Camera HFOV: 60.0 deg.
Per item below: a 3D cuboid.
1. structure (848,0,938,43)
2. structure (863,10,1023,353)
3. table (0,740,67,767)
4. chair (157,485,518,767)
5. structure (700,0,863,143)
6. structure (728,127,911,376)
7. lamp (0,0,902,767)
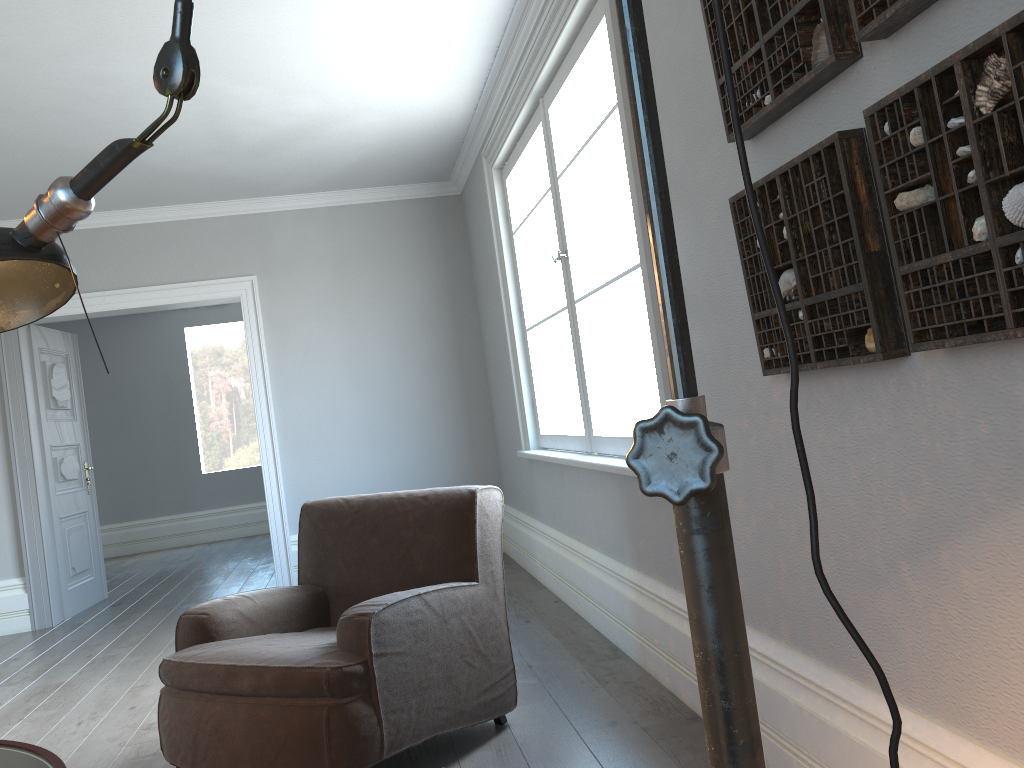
[{"bbox_3d":[0.604,-0.800,1.291,0.105,0.416,0.468,-7,-2,-10],"label":"structure"},{"bbox_3d":[0.689,-0.271,1.256,0.086,0.416,0.467,-7,-2,-10],"label":"structure"},{"bbox_3d":[-1.325,1.016,1.266,1.300,0.503,1.299,-7,-2,-17],"label":"table"},{"bbox_3d":[-0.558,0.793,2.798,0.807,0.795,0.970,-9,-2,31],"label":"chair"},{"bbox_3d":[0.535,-0.775,1.823,0.099,0.416,0.467,-7,-2,-10],"label":"structure"},{"bbox_3d":[0.596,-0.236,1.796,0.086,0.416,0.467,-7,-2,-10],"label":"structure"},{"bbox_3d":[0.262,0.195,0.304,1.863,1.645,0.797,-9,-2,27],"label":"lamp"}]
